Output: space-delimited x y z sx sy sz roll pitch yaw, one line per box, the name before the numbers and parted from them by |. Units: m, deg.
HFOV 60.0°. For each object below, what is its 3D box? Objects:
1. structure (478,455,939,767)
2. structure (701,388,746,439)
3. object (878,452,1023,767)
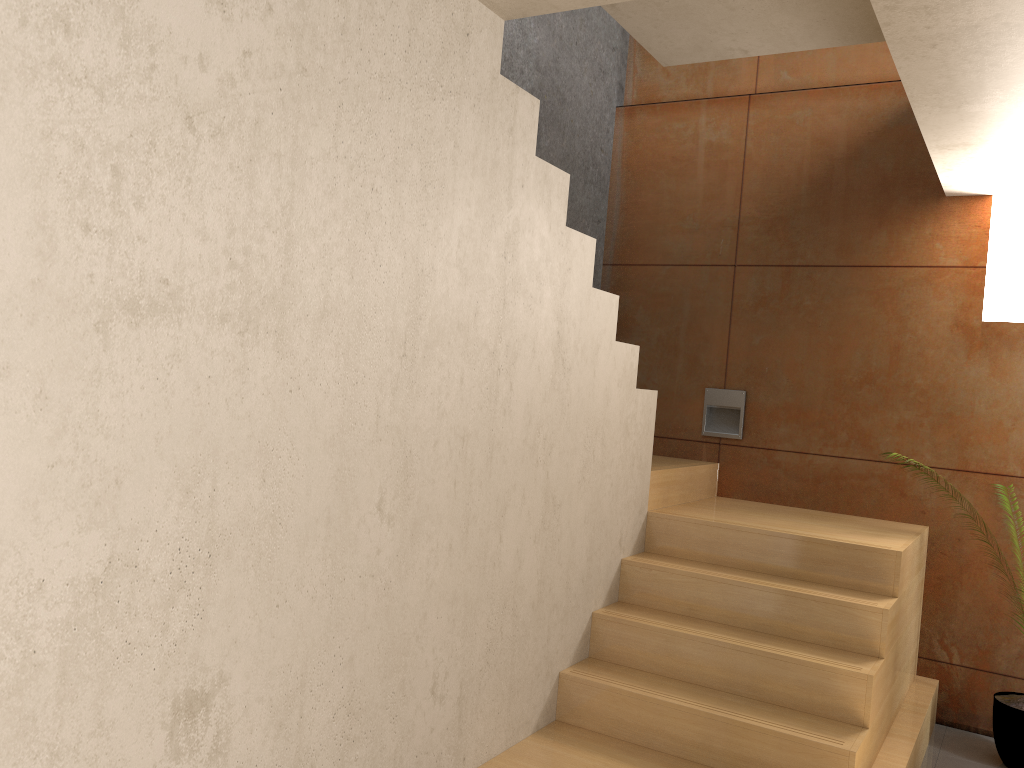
structure | 0.620 0.946 3.692 1.950 1.110 2.400 5 0 31
structure | 1.165 0.161 4.837 0.220 0.260 0.096 5 0 31
object | 0.549 0.941 1.758 4.200 1.455 6.200 5 0 31
